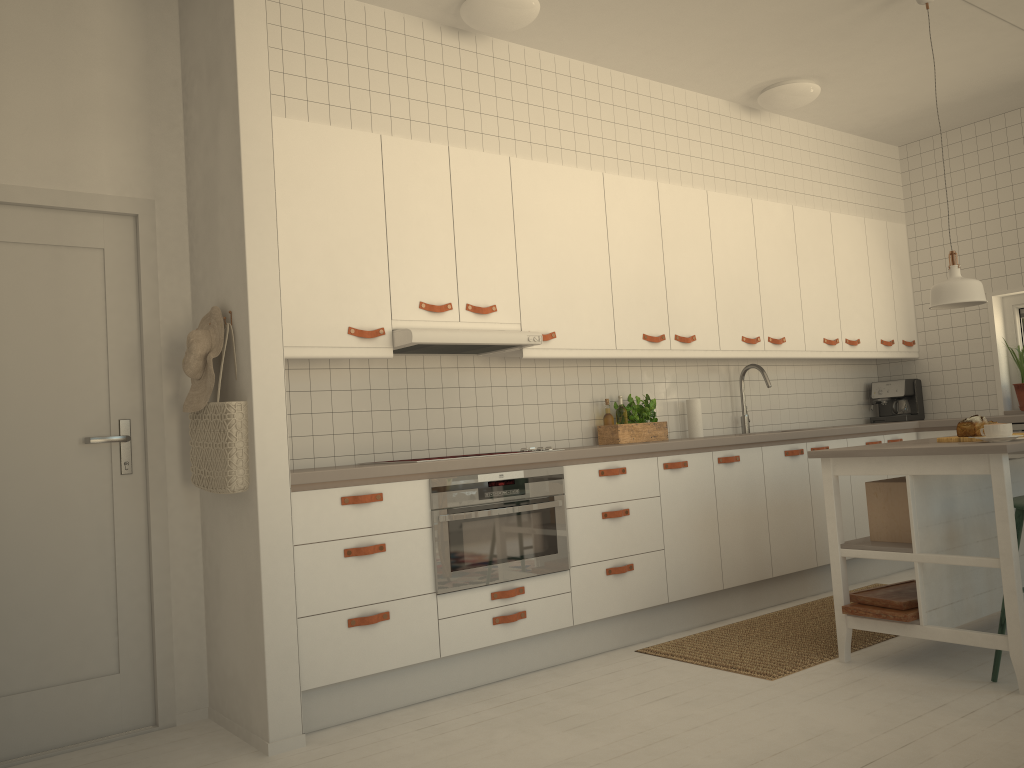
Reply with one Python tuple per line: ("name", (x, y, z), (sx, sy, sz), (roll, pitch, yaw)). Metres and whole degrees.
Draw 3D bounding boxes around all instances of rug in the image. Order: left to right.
("rug", (1.577, 1.161, 4.327), (2.000, 0.004, 0.749), (-1, -4, -37))

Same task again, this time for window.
("window", (3.867, -0.283, 5.208), (0.293, 0.816, 1.897), (-1, -5, -37))

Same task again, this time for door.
("door", (-1.759, 0.299, 3.193), (0.955, 2.034, 0.166), (-1, -5, -37))

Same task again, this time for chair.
("chair", (2.037, 0.684, 3.215), (0.485, 0.752, 0.445), (-1, -5, -38))

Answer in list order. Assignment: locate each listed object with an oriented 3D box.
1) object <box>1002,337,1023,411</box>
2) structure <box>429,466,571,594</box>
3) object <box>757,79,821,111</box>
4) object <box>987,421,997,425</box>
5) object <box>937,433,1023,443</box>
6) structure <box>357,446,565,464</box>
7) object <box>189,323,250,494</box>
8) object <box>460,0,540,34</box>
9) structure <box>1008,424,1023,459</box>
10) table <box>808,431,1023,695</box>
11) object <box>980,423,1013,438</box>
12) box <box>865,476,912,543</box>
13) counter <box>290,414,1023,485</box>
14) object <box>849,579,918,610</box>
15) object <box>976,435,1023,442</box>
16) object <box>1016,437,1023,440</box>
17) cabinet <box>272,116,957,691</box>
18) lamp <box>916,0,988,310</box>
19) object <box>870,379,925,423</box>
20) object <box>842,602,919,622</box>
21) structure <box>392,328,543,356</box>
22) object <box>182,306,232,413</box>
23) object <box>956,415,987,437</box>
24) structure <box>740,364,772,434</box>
("object", (3.366, -0.080, 5.756), (0.300, 0.499, 0.333), (-7, -5, 36))
("structure", (-0.225, 0.618, 3.932), (0.682, 0.447, 0.703), (-1, -4, -37))
("object", (1.602, -1.654, 5.128), (0.351, 0.101, 0.351), (-4, -3, 5))
("object", (1.936, 0.180, 3.615), (0.072, 0.057, 0.083), (-2, -4, -31))
("object", (1.918, 0.219, 3.619), (0.306, 0.019, 0.237), (-3, -4, -21))
("structure", (-0.220, 0.331, 3.906), (0.763, 0.057, 0.504), (-1, -4, -37))
("object", (-1.069, 0.092, 3.228), (0.093, 0.613, 0.439), (-1, -5, -38))
("object", (-0.051, -1.617, 3.874), (0.351, 0.101, 0.351), (-4, -3, 5))
("structure", (3.294, 0.577, 5.318), (0.704, 0.711, 0.705), (-1, -5, -37))
("table", (2.062, 0.662, 3.771), (1.424, 0.865, 0.794), (-1, -5, -37))
("object", (1.831, 0.179, 3.342), (0.098, 0.064, 0.094), (-5, -4, 11))
("box", (1.680, 0.513, 3.673), (0.357, 0.242, 0.236), (-1, -5, -36))
("counter", (1.650, 0.278, 3.906), (4.845, 0.163, 2.855), (-1, -4, -37))
("object", (1.631, 0.863, 3.648), (0.430, 0.030, 0.280), (-2, -4, -29))
("object", (1.835, 0.207, 3.340), (0.160, 0.020, 0.160), (-5, -4, 18))
("object", (1.995, 0.207, 3.401), (0.167, 0.005, 0.167), (-1, -5, -41))
("cabinet", (1.622, -0.118, 3.934), (4.845, 2.161, 2.851), (-1, -4, -37))
("lamp", (1.879, -1.081, 3.886), (0.229, 1.491, 0.229), (-1, -5, -37))
("object", (2.677, 0.123, 6.256), (0.279, 0.292, 0.316), (-1, -5, -36))
("object", (1.583, 0.893, 3.586), (0.430, 0.030, 0.280), (-1, -4, -37))
("structure", (-0.274, -0.188, 3.985), (0.681, 0.073, 0.482), (-1, -4, -37))
("object", (-1.140, -0.090, 3.256), (0.136, 0.385, 0.335), (-1, -5, -37))
("object", (1.858, 0.169, 3.585), (0.090, 0.087, 0.086), (-2, -4, -30))
("structure", (1.474, 0.087, 5.377), (0.063, 0.421, 0.236), (-2, -4, -30))
